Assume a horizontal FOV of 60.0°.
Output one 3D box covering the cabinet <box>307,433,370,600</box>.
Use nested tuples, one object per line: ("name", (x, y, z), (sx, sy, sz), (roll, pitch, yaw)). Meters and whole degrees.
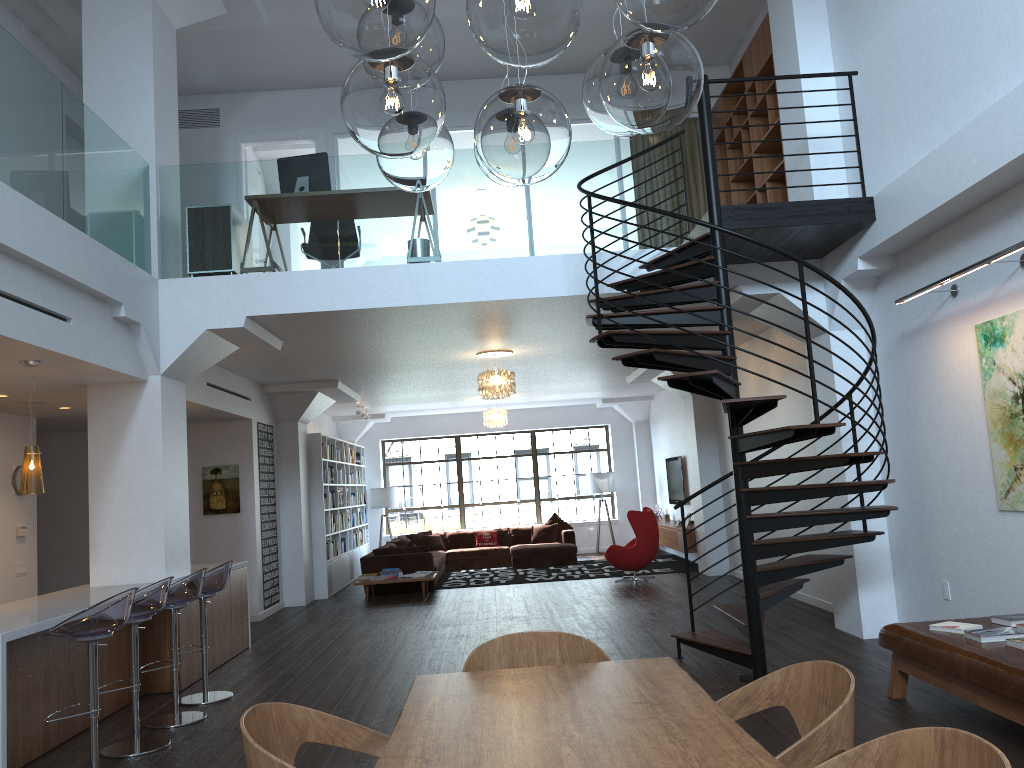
("cabinet", (-3.026, 2.194, 15.218), (0.461, 2.414, 4.500), (-4, -7, -2))

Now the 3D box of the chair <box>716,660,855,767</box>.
("chair", (0.722, 1.264, 2.576), (0.617, 0.830, 0.629), (-4, -7, -2))

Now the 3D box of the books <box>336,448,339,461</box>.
("books", (-2.961, 1.184, 14.749), (0.140, 0.231, 0.042), (-4, -7, -2))

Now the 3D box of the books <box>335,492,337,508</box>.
("books", (-2.888, 1.851, 14.114), (0.182, 0.253, 0.034), (-4, -7, -2))

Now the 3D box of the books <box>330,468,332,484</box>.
("books", (-2.931, 1.455, 13.967), (0.183, 0.253, 0.042), (-4, -7, -2))

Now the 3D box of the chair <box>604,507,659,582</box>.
("chair", (1.712, 2.278, 12.654), (0.801, 1.006, 0.798), (-7, -7, 23))

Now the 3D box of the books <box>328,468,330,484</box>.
("books", (-2.922, 1.427, 13.730), (0.183, 0.253, 0.042), (-4, -7, -2))

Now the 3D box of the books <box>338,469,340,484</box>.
("books", (-2.929, 1.526, 14.586), (0.182, 0.253, 0.034), (-4, -7, -2))

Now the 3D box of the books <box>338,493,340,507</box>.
("books", (-2.901, 1.896, 14.447), (0.174, 0.240, 0.054), (-4, -7, -2))

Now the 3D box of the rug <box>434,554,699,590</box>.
("rug", (0.848, 3.065, 14.578), (4.200, 0.007, 3.100), (-4, -7, 0))

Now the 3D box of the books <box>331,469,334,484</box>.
("books", (-2.923, 1.474, 14.079), (0.174, 0.240, 0.054), (-4, -7, -2))

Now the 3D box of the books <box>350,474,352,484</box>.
("books", (-2.965, 1.730, 16.019), (0.134, 0.184, 0.030), (-4, -7, -2))

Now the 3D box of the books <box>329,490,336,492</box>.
("books", (-2.901, 1.840, 14.178), (0.176, 0.294, 0.102), (-4, -7, -2))

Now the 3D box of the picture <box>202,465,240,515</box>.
("picture", (-3.635, 1.323, 11.082), (0.450, 0.600, 0.030), (-4, -7, -2))

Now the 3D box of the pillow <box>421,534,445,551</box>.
("pillow", (-1.484, 2.958, 16.529), (0.489, 0.337, 0.238), (0, -8, -32))

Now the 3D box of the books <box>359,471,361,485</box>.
("books", (-2.990, 1.804, 16.937), (0.183, 0.253, 0.034), (-4, -7, -2))

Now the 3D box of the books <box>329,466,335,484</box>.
("books", (-2.946, 1.467, 14.194), (0.198, 0.284, 0.049), (-4, -7, -2))

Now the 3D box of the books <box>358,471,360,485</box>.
("books", (-2.972, 1.782, 16.758), (0.183, 0.253, 0.034), (-4, -7, -2))

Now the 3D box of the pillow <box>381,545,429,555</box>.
("pillow", (-1.582, 2.612, 13.329), (0.750, 0.364, 0.289), (-4, -7, -2))

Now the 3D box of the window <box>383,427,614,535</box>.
("window", (-0.282, 1.984, 18.261), (4.648, 1.905, 0.114), (-4, -7, -2))

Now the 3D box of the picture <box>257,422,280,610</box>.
("picture", (-3.205, 1.713, 11.701), (0.021, 2.380, 0.800), (-4, -7, -1))

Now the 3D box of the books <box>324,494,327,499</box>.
("books", (-2.871, 1.780, 13.422), (0.140, 0.231, 0.042), (-4, -7, -2))

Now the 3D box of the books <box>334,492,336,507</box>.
("books", (-2.898, 1.847, 14.080), (0.182, 0.253, 0.034), (-4, -7, -2))

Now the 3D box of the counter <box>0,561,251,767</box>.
("counter", (-2.130, 1.750, 5.161), (3.039, 0.860, 8.182), (0, -8, -31))

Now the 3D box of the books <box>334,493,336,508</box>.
("books", (-2.890, 1.849, 14.040), (0.174, 0.239, 0.045), (-4, -7, -2))

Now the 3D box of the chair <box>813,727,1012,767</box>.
("chair", (0.732, 1.177, 1.813), (0.618, 0.833, 0.629), (-4, -7, 0))

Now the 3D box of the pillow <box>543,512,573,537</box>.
("pillow", (0.797, 2.728, 16.793), (0.651, 0.587, 0.335), (-1, -7, -23))

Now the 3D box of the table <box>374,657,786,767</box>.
("table", (0.172, 1.209, 1.394), (1.012, 0.750, 3.803), (-4, -7, -2))

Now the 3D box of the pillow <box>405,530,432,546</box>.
("pillow", (-1.678, 2.964, 16.622), (0.580, 0.418, 0.334), (0, -8, -28))

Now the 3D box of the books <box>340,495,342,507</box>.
("books", (-2.903, 1.941, 14.676), (0.161, 0.207, 0.135), (-4, -7, -2))

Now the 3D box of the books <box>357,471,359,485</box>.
("books", (-2.971, 1.763, 16.598), (0.183, 0.253, 0.034), (-4, -7, -2))

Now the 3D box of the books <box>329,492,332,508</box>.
("books", (-2.893, 1.814, 13.786), (0.159, 0.250, 0.026), (-4, -7, -2))

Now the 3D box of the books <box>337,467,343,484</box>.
("books", (-2.944, 1.547, 14.911), (0.176, 0.290, 0.053), (-4, -7, -2))

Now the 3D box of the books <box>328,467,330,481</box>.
("books", (-2.930, 1.435, 13.816), (0.180, 0.259, 0.042), (-4, -7, -2))

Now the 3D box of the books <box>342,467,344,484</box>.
("books", (-2.949, 1.557, 14.970), (0.197, 0.283, 0.065), (-4, -7, -2))

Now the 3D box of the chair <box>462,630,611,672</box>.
("chair", (0.126, 1.392, 3.311), (0.629, 0.833, 0.618), (-3, -7, -7))

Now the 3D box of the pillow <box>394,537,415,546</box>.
("pillow", (-1.765, 2.799, 15.009), (0.325, 0.391, 0.625), (-6, -7, 15))

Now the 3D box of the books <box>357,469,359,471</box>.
("books", (-2.984, 1.768, 16.794), (0.176, 0.290, 0.036), (-4, -7, -2))

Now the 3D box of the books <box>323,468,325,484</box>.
("books", (-2.895, 1.385, 13.300), (0.172, 0.235, 0.112), (-4, -7, -2))

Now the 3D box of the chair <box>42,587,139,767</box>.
("chair", (-2.290, 1.645, 4.846), (0.481, 1.014, 0.530), (-4, -7, 0))

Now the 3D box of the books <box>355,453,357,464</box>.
("books", (-2.991, 1.401, 16.574), (0.161, 0.223, 0.032), (-4, -7, -2))

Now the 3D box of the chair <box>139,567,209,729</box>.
("chair", (-2.328, 1.793, 6.106), (0.481, 1.014, 0.530), (-4, -7, -4))

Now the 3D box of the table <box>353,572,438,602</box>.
("table", (-1.613, 2.863, 12.508), (1.100, 0.271, 0.853), (-4, -7, -2))

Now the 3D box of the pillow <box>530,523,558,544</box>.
("pillow", (0.601, 2.804, 16.614), (0.542, 0.362, 0.248), (-6, -7, 19))

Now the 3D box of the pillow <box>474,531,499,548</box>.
("pillow", (-0.479, 2.924, 16.697), (0.465, 0.308, 0.220), (-3, -7, -5))

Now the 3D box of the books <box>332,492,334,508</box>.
("books", (-2.890, 1.831, 13.941), (0.182, 0.253, 0.034), (-4, -7, -2))

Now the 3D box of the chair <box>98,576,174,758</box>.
("chair", (-2.331, 1.720, 5.473), (0.481, 1.014, 0.530), (-4, -7, -4))

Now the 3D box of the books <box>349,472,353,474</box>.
("books", (-2.969, 1.728, 16.203), (0.140, 0.231, 0.042), (-4, -7, -2))

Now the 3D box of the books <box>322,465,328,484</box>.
("books", (-2.896, 1.376, 13.463), (0.176, 0.290, 0.053), (-4, -7, -2))

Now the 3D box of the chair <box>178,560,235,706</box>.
("chair", (-2.341, 1.867, 6.732), (0.481, 1.014, 0.530), (-4, -7, 0))

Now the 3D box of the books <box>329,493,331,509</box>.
("books", (-2.885, 1.808, 13.693), (0.174, 0.239, 0.045), (-4, -7, -2))

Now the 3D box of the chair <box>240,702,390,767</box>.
("chair", (-0.460, 1.345, 2.548), (0.618, 0.833, 0.629), (-4, -7, -4))

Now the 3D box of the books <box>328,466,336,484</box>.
("books", (-2.930, 1.469, 14.246), (0.176, 0.291, 0.053), (-4, -7, -2))

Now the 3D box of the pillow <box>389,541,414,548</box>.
("pillow", (-1.629, 2.604, 13.596), (0.559, 0.411, 0.269), (-10, -9, 44))

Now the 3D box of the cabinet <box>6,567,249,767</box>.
("cabinet", (-3.075, 2.023, 6.745), (0.898, 0.796, 4.493), (-4, -7, -2))

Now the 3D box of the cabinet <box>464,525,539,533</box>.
("cabinet", (-0.181, 3.172, 17.576), (1.520, 0.625, 0.350), (-4, -7, -2))

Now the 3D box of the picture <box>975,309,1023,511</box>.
("picture", (3.082, 0.147, 5.186), (0.010, 1.200, 1.095), (-4, -7, -2))

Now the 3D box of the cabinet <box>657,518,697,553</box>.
("cabinet", (2.722, 2.566, 15.298), (0.459, 0.350, 4.501), (-4, -7, -2))

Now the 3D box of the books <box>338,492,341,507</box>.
("books", (-2.914, 1.903, 14.559), (0.183, 0.253, 0.042), (-4, -7, -2))
